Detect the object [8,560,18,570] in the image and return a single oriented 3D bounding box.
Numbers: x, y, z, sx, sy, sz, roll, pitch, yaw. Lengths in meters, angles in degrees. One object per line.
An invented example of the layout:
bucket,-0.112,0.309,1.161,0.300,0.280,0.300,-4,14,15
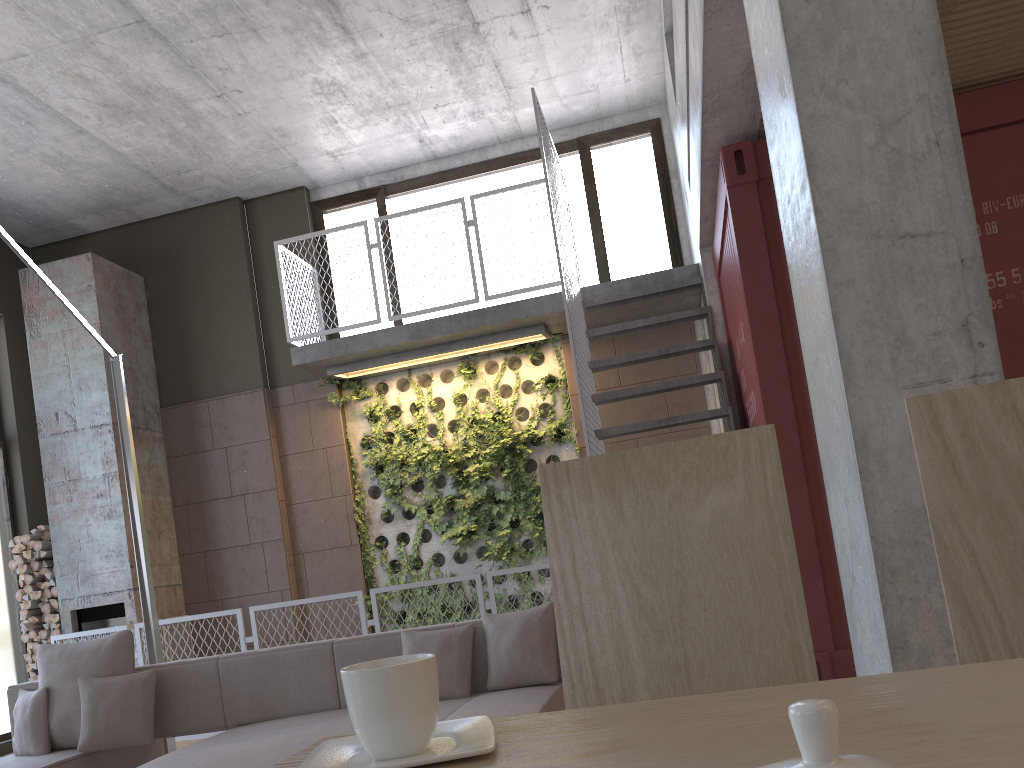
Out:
object,-4.713,1.761,8.562,0.092,0.091,0.443,-10,-11,9

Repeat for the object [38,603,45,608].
object,-4.460,2.139,8.536,0.065,0.073,0.364,-10,-11,12

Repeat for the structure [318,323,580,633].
structure,-0.397,1.274,8.341,2.640,3.774,1.011,-10,-4,11

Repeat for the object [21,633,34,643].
object,-4.601,2.461,8.583,0.092,0.090,0.443,-10,-11,11

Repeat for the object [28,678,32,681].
object,-4.502,2.850,8.497,0.067,0.066,0.428,-10,-11,9

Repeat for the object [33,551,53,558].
object,-4.476,1.658,8.528,0.067,0.065,0.428,-10,-11,9

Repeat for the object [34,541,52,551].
object,-4.450,1.572,8.519,0.094,0.091,0.443,-10,-11,9

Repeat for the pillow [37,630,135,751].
pillow,-2.160,1.552,4.427,0.567,0.550,0.222,-10,-5,13

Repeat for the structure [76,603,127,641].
structure,-3.787,2.550,8.279,0.579,0.916,0.057,-10,-3,11

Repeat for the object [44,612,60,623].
object,-4.350,2.258,8.530,0.093,0.092,0.443,-10,-11,11

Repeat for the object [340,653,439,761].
object,-0.121,0.316,0.859,0.093,0.087,0.119,-3,-10,-35

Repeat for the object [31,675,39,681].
object,-4.430,2.826,8.481,0.094,0.082,0.486,-10,-11,9

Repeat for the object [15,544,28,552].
object,-4.628,1.591,8.539,0.113,0.078,0.441,-10,-11,9

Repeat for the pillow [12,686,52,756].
pillow,-2.433,1.726,4.447,0.376,0.372,0.150,-15,-8,43

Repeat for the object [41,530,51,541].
object,-4.467,1.492,8.600,0.100,0.106,0.298,-10,-11,11

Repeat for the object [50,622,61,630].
object,-4.298,2.325,8.511,0.067,0.066,0.428,-10,-11,11

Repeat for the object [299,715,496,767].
object,-0.107,0.354,0.846,0.185,0.013,0.189,-8,-11,-3

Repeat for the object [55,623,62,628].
object,-4.270,2.303,8.395,0.063,0.047,0.254,-10,-11,9

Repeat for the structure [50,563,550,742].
structure,-1.256,2.214,7.434,4.449,0.922,1.951,-11,-10,11

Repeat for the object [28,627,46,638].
object,-4.520,2.417,8.572,0.091,0.088,0.461,-10,-11,11

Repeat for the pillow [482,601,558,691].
pillow,0.033,1.204,4.021,0.365,0.362,0.189,-11,-5,16

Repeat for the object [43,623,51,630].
object,-4.376,2.342,8.527,0.067,0.066,0.428,-10,-11,11

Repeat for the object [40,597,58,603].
object,-4.412,2.085,8.501,0.089,0.056,0.336,-10,-11,11

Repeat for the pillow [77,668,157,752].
pillow,-1.916,1.588,4.269,0.375,0.368,0.172,-6,-5,-16

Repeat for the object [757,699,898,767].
object,0.111,0.163,0.299,0.089,0.110,0.124,-9,-8,2

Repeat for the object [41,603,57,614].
object,-4.402,2.153,8.466,0.099,0.105,0.298,-10,-11,9

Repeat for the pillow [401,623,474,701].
pillow,-0.347,1.308,4.075,0.372,0.354,0.188,-10,-5,11

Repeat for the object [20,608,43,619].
object,-4.586,2.222,8.554,0.091,0.088,0.461,-10,-11,12

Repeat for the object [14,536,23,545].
object,-4.674,1.534,8.590,0.091,0.089,0.462,-10,-11,8

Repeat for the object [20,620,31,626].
object,-4.621,2.317,8.562,0.122,0.067,0.368,-10,-11,9

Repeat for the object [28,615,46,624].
object,-4.521,2.291,8.580,0.115,0.078,0.441,-10,-11,11

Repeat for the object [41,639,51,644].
object,-4.417,2.486,8.520,0.064,0.073,0.364,-9,-11,8

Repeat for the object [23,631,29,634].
object,-4.594,2.388,8.566,0.067,0.083,0.430,-10,-11,12

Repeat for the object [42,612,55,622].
object,-4.422,2.262,8.571,0.101,0.085,0.367,-10,-11,11

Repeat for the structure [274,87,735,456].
structure,-0.134,0.418,7.160,3.701,4.260,3.065,-10,-6,11

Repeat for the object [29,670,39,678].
object,-4.557,2.840,8.586,0.070,0.116,0.369,-9,-11,10

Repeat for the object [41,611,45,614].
object,-4.481,2.221,8.619,0.104,0.101,0.296,-10,-11,11

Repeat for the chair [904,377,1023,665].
chair,0.680,0.513,0.759,0.351,1.179,0.726,-10,-5,15

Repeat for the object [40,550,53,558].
object,-4.398,1.643,8.513,0.066,0.066,0.428,-10,-11,9

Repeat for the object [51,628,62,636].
object,-4.267,2.378,8.393,0.101,0.101,0.296,-10,-11,9

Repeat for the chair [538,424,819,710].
chair,0.202,0.617,0.919,0.351,1.179,0.727,-9,-5,14

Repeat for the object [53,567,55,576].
object,-4.310,1.823,8.528,0.064,0.124,0.369,-9,-11,8

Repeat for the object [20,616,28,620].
object,-4.636,2.257,8.594,0.067,0.070,0.428,-10,-11,11

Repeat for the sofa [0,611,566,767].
sofa,-1.419,1.507,3.189,3.011,0.774,3.051,-11,-11,11

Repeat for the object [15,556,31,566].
object,-4.633,1.720,8.542,0.091,0.088,0.461,-10,-11,9

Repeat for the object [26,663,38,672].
object,-4.562,2.737,8.578,0.080,0.105,0.442,-10,-11,10

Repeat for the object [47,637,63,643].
object,-4.322,2.454,8.497,0.122,0.067,0.368,-10,-11,11

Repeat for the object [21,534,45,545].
object,-4.601,1.509,8.490,0.104,0.101,0.296,-10,-11,9

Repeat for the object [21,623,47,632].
object,-4.557,2.331,8.474,0.071,0.071,0.428,-10,-11,11
